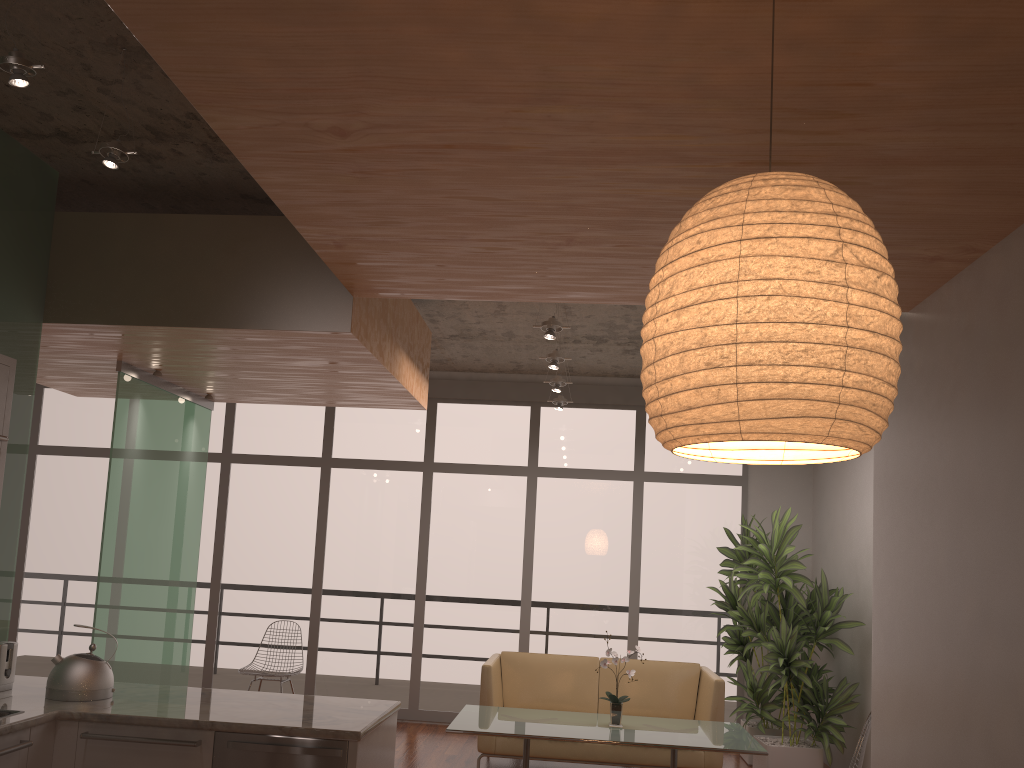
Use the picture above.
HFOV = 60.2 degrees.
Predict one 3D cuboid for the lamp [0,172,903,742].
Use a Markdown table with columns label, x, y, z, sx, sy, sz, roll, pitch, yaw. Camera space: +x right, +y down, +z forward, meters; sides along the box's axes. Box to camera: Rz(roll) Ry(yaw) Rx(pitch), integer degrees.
| label | x | y | z | sx | sy | sz | roll | pitch | yaw |
| --- | --- | --- | --- | --- | --- | --- | --- | --- | --- |
| lamp | -0.910 | 0.515 | 2.650 | 3.217 | 1.332 | 3.109 | 2 | -11 | 5 |

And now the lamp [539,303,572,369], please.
| label | x | y | z | sx | sy | sz | roll | pitch | yaw |
| --- | --- | --- | --- | --- | --- | --- | --- | --- | --- |
| lamp | 0.311 | -0.344 | 6.181 | 0.199 | 0.477 | 0.135 | 7 | -7 | -27 |

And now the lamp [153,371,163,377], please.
| label | x | y | z | sx | sy | sz | roll | pitch | yaw |
| --- | --- | --- | --- | --- | --- | --- | --- | --- | --- |
| lamp | -2.170 | -0.278 | 5.461 | 0.103 | 0.465 | 0.154 | 6 | -7 | -22 |

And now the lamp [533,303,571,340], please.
| label | x | y | z | sx | sy | sz | roll | pitch | yaw |
| --- | --- | --- | --- | --- | --- | --- | --- | --- | --- |
| lamp | 0.249 | -0.511 | 5.369 | 0.199 | 0.477 | 0.135 | 7 | -7 | -27 |

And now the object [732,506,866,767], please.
| label | x | y | z | sx | sy | sz | roll | pitch | yaw |
| --- | --- | --- | --- | --- | --- | --- | --- | --- | --- |
| object | 2.198 | 2.015 | 6.846 | 0.968 | 2.082 | 1.091 | 1 | -8 | 18 |

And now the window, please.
| label | x | y | z | sx | sy | sz | roll | pitch | yaw |
| --- | --- | --- | --- | --- | --- | --- | --- | --- | --- |
| window | -1.873 | 1.538 | 8.623 | 8.562 | 3.246 | 0.063 | 2 | -6 | 5 |

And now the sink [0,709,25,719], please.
| label | x | y | z | sx | sy | sz | roll | pitch | yaw |
| --- | --- | --- | --- | --- | --- | --- | --- | --- | --- |
| sink | -2.179 | 1.164 | 3.077 | 0.616 | 0.378 | 0.651 | 2 | -10 | 5 |

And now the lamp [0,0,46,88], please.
| label | x | y | z | sx | sy | sz | roll | pitch | yaw |
| --- | --- | --- | --- | --- | --- | --- | --- | --- | --- |
| lamp | -1.505 | -1.147 | 2.721 | 0.153 | 0.465 | 0.104 | 6 | -7 | -27 |

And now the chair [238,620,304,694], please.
| label | x | y | z | sx | sy | sz | roll | pitch | yaw |
| --- | --- | --- | --- | --- | --- | --- | --- | --- | --- |
| chair | -2.183 | 2.629 | 8.055 | 0.543 | 0.891 | 0.567 | 2 | -8 | 5 |

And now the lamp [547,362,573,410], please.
| label | x | y | z | sx | sy | sz | roll | pitch | yaw |
| --- | --- | --- | --- | --- | --- | --- | --- | --- | --- |
| lamp | 0.433 | -0.009 | 7.806 | 0.199 | 0.477 | 0.135 | 7 | -7 | -27 |

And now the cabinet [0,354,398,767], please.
| label | x | y | z | sx | sy | sz | roll | pitch | yaw |
| --- | --- | --- | --- | --- | --- | --- | --- | --- | --- |
| cabinet | -1.623 | 0.759 | 2.073 | 1.915 | 2.248 | 4.301 | 2 | -10 | 5 |

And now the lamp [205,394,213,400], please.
| label | x | y | z | sx | sy | sz | roll | pitch | yaw |
| --- | --- | --- | --- | --- | --- | --- | --- | --- | --- |
| lamp | -2.113 | -0.122 | 6.216 | 0.103 | 0.465 | 0.154 | 6 | -7 | -22 |

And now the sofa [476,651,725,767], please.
| label | x | y | z | sx | sy | sz | roll | pitch | yaw |
| --- | --- | --- | --- | --- | --- | --- | --- | --- | --- |
| sofa | 0.672 | 2.569 | 6.852 | 1.802 | 0.828 | 0.890 | 2 | -9 | 5 |

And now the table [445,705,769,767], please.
| label | x | y | z | sx | sy | sz | roll | pitch | yaw |
| --- | --- | --- | --- | --- | --- | --- | --- | --- | --- |
| table | 0.559 | 2.444 | 5.570 | 1.871 | 0.553 | 0.952 | 2 | -10 | 5 |

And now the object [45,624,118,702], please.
| label | x | y | z | sx | sy | sz | roll | pitch | yaw |
| --- | --- | --- | --- | --- | --- | --- | --- | --- | --- |
| object | -1.830 | 1.181 | 3.764 | 0.263 | 0.302 | 0.265 | 0 | -9 | 21 |

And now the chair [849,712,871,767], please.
| label | x | y | z | sx | sy | sz | roll | pitch | yaw |
| --- | --- | --- | --- | --- | --- | --- | --- | --- | --- |
| chair | 1.611 | 2.141 | 4.636 | 0.562 | 0.891 | 0.548 | 0 | -8 | 25 |

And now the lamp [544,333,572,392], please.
| label | x | y | z | sx | sy | sz | roll | pitch | yaw |
| --- | --- | --- | --- | --- | --- | --- | --- | --- | --- |
| lamp | 0.372 | -0.177 | 6.994 | 0.199 | 0.477 | 0.135 | 7 | -7 | -27 |

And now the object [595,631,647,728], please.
| label | x | y | z | sx | sy | sz | roll | pitch | yaw |
| --- | --- | --- | --- | --- | --- | --- | --- | --- | --- |
| object | 0.671 | 1.875 | 5.595 | 0.298 | 0.583 | 0.375 | 3 | -8 | -1 |

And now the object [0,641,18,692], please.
| label | x | y | z | sx | sy | sz | roll | pitch | yaw |
| --- | --- | --- | --- | --- | --- | --- | --- | --- | --- |
| object | -2.279 | 1.215 | 3.806 | 0.237 | 0.200 | 0.155 | 2 | -8 | 5 |

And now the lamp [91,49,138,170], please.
| label | x | y | z | sx | sy | sz | roll | pitch | yaw |
| --- | --- | --- | --- | --- | --- | --- | --- | --- | --- |
| lamp | -1.462 | -1.032 | 3.285 | 0.153 | 0.465 | 0.104 | 6 | -7 | -27 |

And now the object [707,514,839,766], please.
| label | x | y | z | sx | sy | sz | roll | pitch | yaw |
| --- | --- | --- | --- | --- | --- | --- | --- | --- | --- |
| object | 2.234 | 2.153 | 7.517 | 1.083 | 2.082 | 0.975 | 0 | -8 | 23 |
